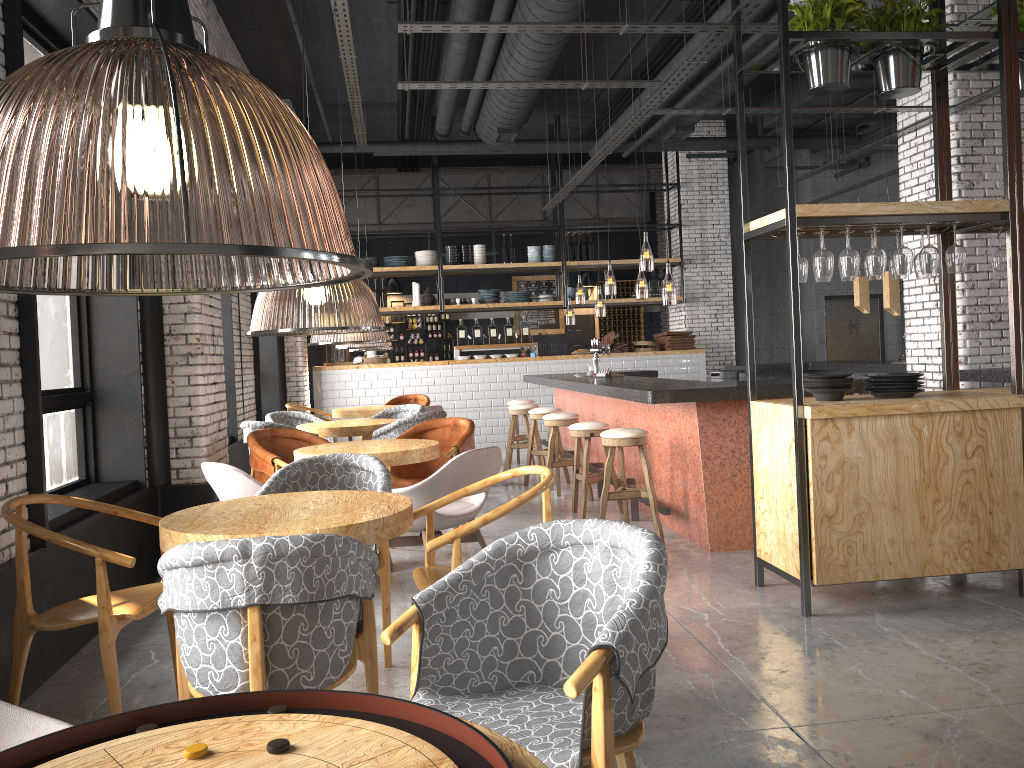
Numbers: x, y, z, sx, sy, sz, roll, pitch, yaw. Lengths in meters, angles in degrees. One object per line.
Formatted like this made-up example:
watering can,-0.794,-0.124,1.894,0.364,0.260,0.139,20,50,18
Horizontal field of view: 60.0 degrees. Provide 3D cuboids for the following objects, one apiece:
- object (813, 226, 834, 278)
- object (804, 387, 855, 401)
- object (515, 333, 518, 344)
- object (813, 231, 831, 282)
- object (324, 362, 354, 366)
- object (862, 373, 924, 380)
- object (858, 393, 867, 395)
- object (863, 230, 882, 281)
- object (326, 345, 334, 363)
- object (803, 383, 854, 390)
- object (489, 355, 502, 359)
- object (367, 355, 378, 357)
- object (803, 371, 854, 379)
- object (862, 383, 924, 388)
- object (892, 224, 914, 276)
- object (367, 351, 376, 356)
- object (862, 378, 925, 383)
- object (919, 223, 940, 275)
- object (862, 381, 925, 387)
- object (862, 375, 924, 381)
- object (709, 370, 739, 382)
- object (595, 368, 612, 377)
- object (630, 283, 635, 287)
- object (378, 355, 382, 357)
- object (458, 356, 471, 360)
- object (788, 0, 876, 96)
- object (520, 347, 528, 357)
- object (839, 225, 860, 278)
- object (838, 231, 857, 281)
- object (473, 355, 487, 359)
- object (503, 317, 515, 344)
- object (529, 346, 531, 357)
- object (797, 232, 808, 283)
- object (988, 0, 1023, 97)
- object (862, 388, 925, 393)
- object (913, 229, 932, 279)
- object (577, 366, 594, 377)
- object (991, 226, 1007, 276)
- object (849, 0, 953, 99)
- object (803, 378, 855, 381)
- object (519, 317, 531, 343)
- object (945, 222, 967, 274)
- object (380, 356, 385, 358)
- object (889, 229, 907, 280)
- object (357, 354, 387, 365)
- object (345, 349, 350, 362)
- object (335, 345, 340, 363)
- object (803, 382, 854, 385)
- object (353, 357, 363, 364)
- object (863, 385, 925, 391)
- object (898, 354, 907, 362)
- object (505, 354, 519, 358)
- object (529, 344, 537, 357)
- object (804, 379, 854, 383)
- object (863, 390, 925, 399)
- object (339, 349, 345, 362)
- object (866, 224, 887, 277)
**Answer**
object,1.587,-0.676,4.522,0.101,0.267,0.101,-3,1,-44
object,1.673,0.055,4.679,0.257,0.067,0.257,-3,2,-15
object,0.064,-0.694,13.425,0.024,0.164,0.062,-3,1,-17
object,1.687,-0.690,4.823,0.101,0.267,0.101,-3,1,-44
object,-2.559,-0.294,13.113,0.411,0.050,0.411,-3,2,-8
object,2.022,-0.035,4.706,0.306,0.039,0.306,-3,2,-24
object,2.604,0.526,6.105,0.399,1.035,0.398,-2,1,28
object,1.980,-0.705,4.861,0.101,0.267,0.101,-3,1,-44
object,-2.667,-0.554,12.979,0.106,0.554,0.157,-3,1,-8
object,1.672,0.032,4.679,0.257,0.075,0.257,-3,2,-7
object,-0.239,-0.406,13.150,0.216,0.055,0.324,-3,2,-7
object,-2.036,-0.378,12.928,0.160,0.078,0.160,-4,2,-29
object,1.672,-0.023,4.678,0.257,0.076,0.257,-2,2,30
object,2.023,0.020,4.705,0.305,0.046,0.306,-1,2,40
object,2.016,-0.697,4.577,0.101,0.267,0.101,-3,1,-44
object,-2.077,-0.406,13.152,0.129,0.204,0.129,-2,1,28
object,2.023,-0.009,4.705,0.306,0.037,0.306,-3,2,-6
object,2.162,-0.704,4.596,0.101,0.267,0.101,-3,1,-44
object,2.024,0.005,4.705,0.305,0.042,0.306,-1,2,40
object,2.022,-0.021,4.706,0.305,0.048,0.306,-2,2,18
object,2.743,0.343,11.387,0.399,1.035,0.398,-2,1,28
object,0.954,-0.120,9.263,0.091,0.091,0.177,-3,2,-32
object,2.314,-1.903,17.003,0.079,0.079,0.283,-3,2,-7
object,-1.951,-0.387,13.065,0.161,0.078,0.160,-4,2,-44
object,-0.706,-0.382,13.080,0.216,0.055,0.324,-3,2,-7
object,1.655,-1.828,4.669,0.467,0.559,0.416,-2,1,33
object,0.176,-0.481,13.217,0.122,0.165,0.112,-2,1,27
object,1.724,-0.682,4.539,0.101,0.267,0.101,-3,1,-44
object,1.834,-0.697,4.842,0.101,0.267,0.101,-3,1,-44
object,-0.474,-0.395,13.098,0.216,0.059,0.324,-3,2,-7
object,-0.049,-0.811,13.487,0.154,0.404,0.154,-3,1,-8
object,0.309,-0.489,13.291,0.122,0.165,0.112,-4,2,-43
object,1.550,-0.684,4.806,0.101,0.267,0.101,-3,1,-44
object,2.865,-1.889,4.875,0.467,0.559,0.416,-2,1,32
object,2.025,0.044,4.705,0.306,0.041,0.306,-2,2,10
object,2.272,-0.719,4.899,0.101,0.267,0.101,-2,1,24
object,0.763,-0.146,10.072,0.200,0.106,0.767,-3,2,-7
object,2.734,-0.742,4.959,0.101,0.267,0.101,-2,1,7
object,2.083,-1.852,4.806,0.467,0.559,0.416,-3,1,-31
object,1.672,0.002,4.679,0.257,0.072,0.257,-3,2,-8
object,0.196,-0.823,13.523,0.154,0.404,0.154,-3,1,-8
object,2.308,-0.711,4.615,0.101,0.267,0.101,-2,1,24
object,-1.947,-0.368,13.064,0.161,0.075,0.160,-4,2,-44
object,2.126,-0.712,4.880,0.101,0.267,0.101,-3,1,-44
object,-2.062,-0.354,13.030,0.437,0.156,0.419,-4,2,-35
object,-2.412,-0.399,13.018,0.056,0.249,0.056,-2,1,45
object,-2.563,-0.466,13.007,0.070,0.367,0.107,-3,1,-8
object,1.672,0.024,4.679,0.257,0.075,0.257,-2,2,18
object,-2.182,-0.347,12.964,0.187,0.111,0.283,-2,2,29
object,2.024,0.029,4.705,0.306,0.044,0.306,-3,2,-7
object,4.220,-0.272,9.450,0.091,0.091,0.177,-3,2,-32
object,-0.007,-0.418,13.164,0.216,0.060,0.324,-3,2,-7
object,0.315,-0.497,13.164,0.128,0.189,0.123,-3,1,2
object,1.672,0.007,4.678,0.257,0.072,0.257,-4,2,-35
object,2.026,0.055,4.706,0.306,0.035,0.306,-1,2,30
object,-2.498,-0.469,13.017,0.070,0.367,0.107,-3,1,-8
object,1.870,-0.690,4.558,0.101,0.267,0.101,-3,1,-44
